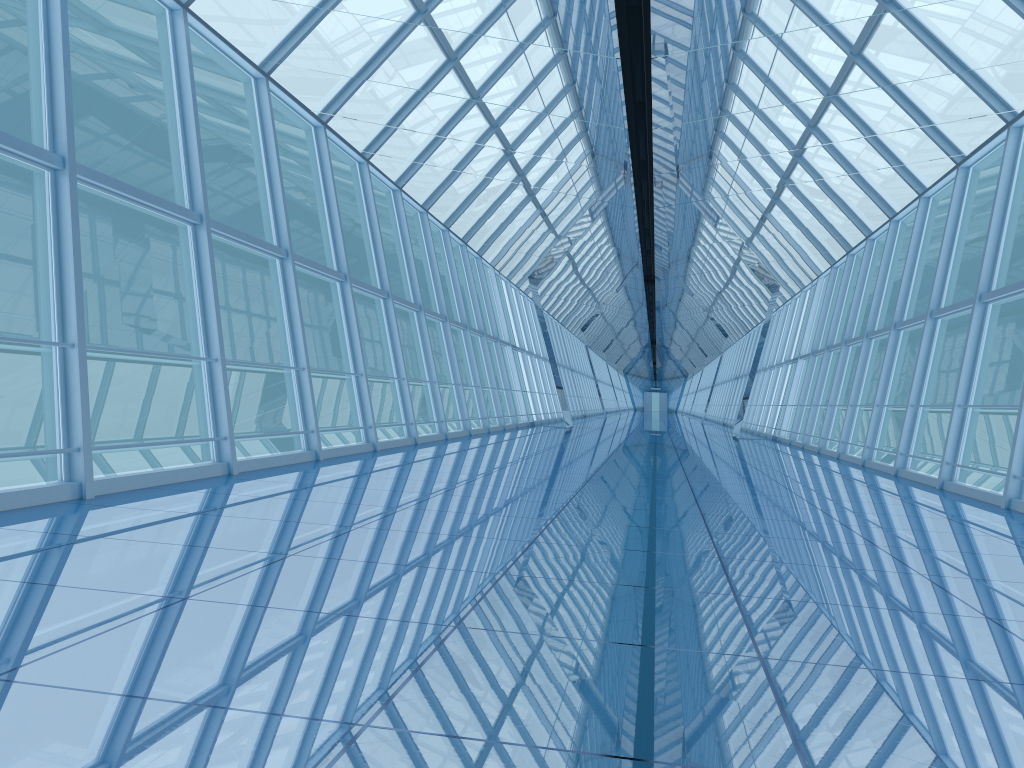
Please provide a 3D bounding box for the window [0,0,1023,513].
[{"bbox_3d":[8.618,-0.350,51.347,9.938,4.933,105.419,2,-1,10],"label":"window"}]
